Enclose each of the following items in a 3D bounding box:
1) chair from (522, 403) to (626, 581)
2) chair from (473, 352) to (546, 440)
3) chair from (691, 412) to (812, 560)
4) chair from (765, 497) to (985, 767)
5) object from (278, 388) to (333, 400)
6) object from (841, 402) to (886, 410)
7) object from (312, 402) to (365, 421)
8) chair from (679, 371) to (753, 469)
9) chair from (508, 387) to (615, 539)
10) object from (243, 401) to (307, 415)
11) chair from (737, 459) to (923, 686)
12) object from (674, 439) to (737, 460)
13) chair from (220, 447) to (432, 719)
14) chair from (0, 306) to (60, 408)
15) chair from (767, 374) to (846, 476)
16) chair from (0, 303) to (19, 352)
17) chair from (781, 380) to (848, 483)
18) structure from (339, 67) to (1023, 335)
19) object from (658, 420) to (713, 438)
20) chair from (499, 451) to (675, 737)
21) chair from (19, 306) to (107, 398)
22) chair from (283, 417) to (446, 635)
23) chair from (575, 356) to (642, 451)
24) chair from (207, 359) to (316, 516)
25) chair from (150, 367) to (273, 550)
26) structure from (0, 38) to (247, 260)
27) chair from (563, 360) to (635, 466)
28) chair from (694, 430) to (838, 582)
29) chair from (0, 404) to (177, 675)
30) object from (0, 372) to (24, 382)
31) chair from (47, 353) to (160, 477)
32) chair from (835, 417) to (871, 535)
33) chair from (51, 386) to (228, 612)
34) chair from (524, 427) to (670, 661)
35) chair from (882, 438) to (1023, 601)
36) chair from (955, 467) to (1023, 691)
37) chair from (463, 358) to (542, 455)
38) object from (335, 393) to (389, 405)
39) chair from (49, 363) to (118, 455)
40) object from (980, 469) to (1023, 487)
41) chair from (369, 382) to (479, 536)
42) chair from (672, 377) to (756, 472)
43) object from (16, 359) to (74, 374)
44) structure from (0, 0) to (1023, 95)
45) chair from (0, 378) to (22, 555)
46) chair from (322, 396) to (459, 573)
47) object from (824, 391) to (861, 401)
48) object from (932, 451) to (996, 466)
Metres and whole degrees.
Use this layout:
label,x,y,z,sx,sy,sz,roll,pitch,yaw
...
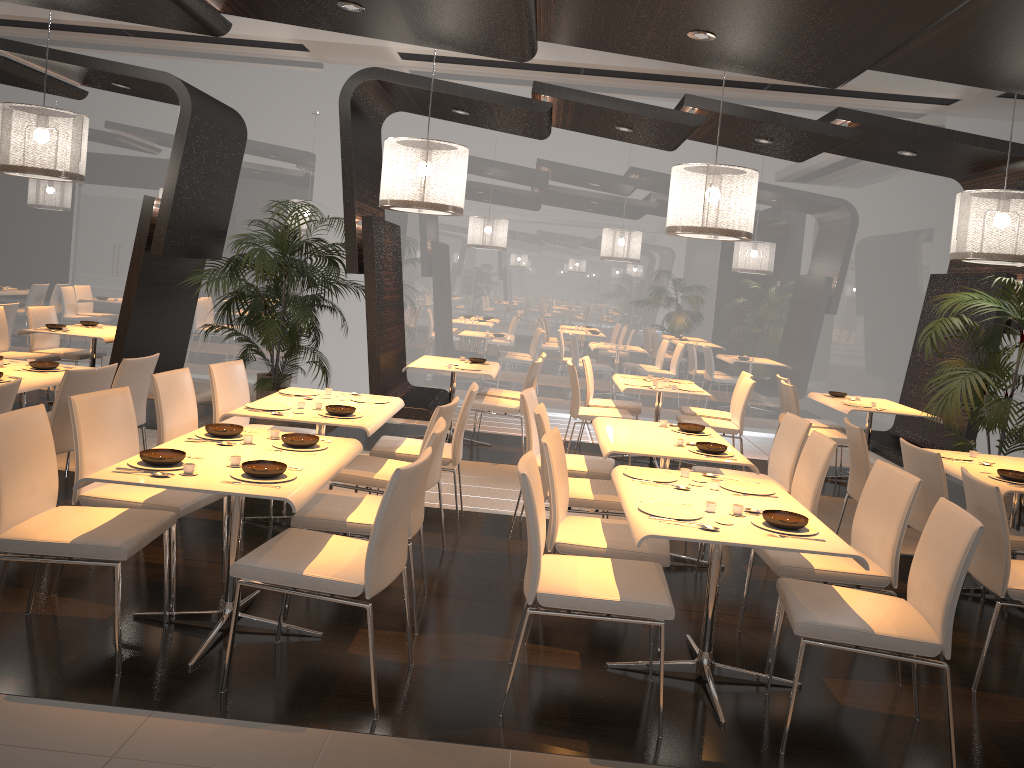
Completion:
label,x,y,z,sx,sy,sz,roll,pitch,yaw
chair,0.380,0.590,4.774,0.605,0.871,0.486,6,3,4
chair,-0.016,0.122,8.409,0.605,0.871,0.486,6,3,4
chair,1.448,0.609,5.417,0.605,0.866,0.486,5,3,-1
chair,1.308,0.858,3.233,0.606,0.871,0.485,6,3,9
object,-1.270,0.050,5.437,0.334,0.038,0.379,5,7,-4
object,3.070,0.182,7.686,0.334,0.038,0.379,5,7,-4
object,-0.967,0.144,4.857,0.303,0.044,0.367,5,7,1
chair,1.913,0.304,8.366,0.605,0.871,0.486,6,3,4
chair,0.321,0.501,5.460,0.606,0.866,0.485,6,3,9
object,-1.291,0.121,4.824,0.334,0.038,0.379,5,7,-4
chair,1.403,0.785,3.922,0.605,0.871,0.486,5,3,-1
object,1.036,0.340,4.749,0.303,0.044,0.367,5,7,1
chair,-0.656,0.667,3.296,0.606,0.866,0.485,6,3,9
chair,-4.492,-0.236,7.944,0.605,0.866,0.486,6,3,4
chair,2.782,0.384,8.348,0.605,0.866,0.486,6,3,4
chair,-5.215,-0.377,8.593,0.605,0.871,0.486,6,3,4
chair,2.635,0.448,7.718,0.605,0.871,0.486,6,3,4
structure,1.482,-1.599,7.984,5.933,1.722,1.408,5,4,2
object,1.059,0.266,5.397,0.303,0.044,0.367,5,7,1
chair,0.285,0.751,3.337,0.605,0.871,0.486,6,3,4
chair,-4.345,-0.298,8.574,0.605,0.866,0.486,6,3,4
chair,-0.638,0.589,3.987,0.605,0.871,0.486,5,3,-1
chair,0.931,0.204,8.430,0.606,0.866,0.485,6,3,9
chair,-1.565,0.322,5.501,0.606,0.866,0.485,6,3,9
chair,-1.664,0.386,4.891,0.605,0.866,0.486,6,3,4
structure,-5.645,-2.281,8.211,5.933,1.722,1.408,5,4,2
chair,0.746,0.270,7.753,0.605,0.871,0.486,5,3,-1
chair,1.353,0.682,4.727,0.605,0.866,0.486,6,3,4
chair,-1.680,0.561,3.401,0.605,0.866,0.486,5,3,-1
object,-2.947,-0.048,4.934,0.303,0.044,0.367,5,7,1
chair,-2.591,0.228,5.499,0.605,0.866,0.486,6,3,4
chair,2.310,0.695,5.381,0.606,0.871,0.485,6,3,9
chair,-1.652,0.492,4.000,0.606,0.866,0.485,6,3,9
chair,0.399,0.689,3.952,0.606,0.871,0.485,6,3,9
chair,2.390,0.781,4.717,0.605,0.871,0.486,5,3,-1
chair,2.292,0.868,3.890,0.606,0.866,0.485,6,3,9
chair,-0.082,0.189,7.776,0.606,0.866,0.485,6,3,9
object,-0.927,0.077,5.478,0.334,0.038,0.379,4,7,-9
chair,-2.582,0.304,4.871,0.606,0.866,0.485,6,3,9
object,2.713,0.501,4.697,0.303,0.044,0.367,5,7,1
chair,-0.546,0.419,5.476,0.605,0.866,0.486,5,3,-1
chair,1.766,0.363,7.736,0.605,0.866,0.486,6,3,4
object,-2.939,-0.117,5.525,0.303,0.044,0.367,5,7,1
structure,-0.955,-1.394,4.322,10.662,1.731,2.917,5,6,2
chair,-2.637,0.405,3.993,0.605,0.871,0.486,5,3,-1
chair,-0.641,0.494,4.787,0.606,0.871,0.485,6,3,9
object,3.098,0.108,8.303,0.303,0.044,0.367,5,7,1
object,2.703,0.431,5.300,0.334,0.038,0.379,5,7,-4
